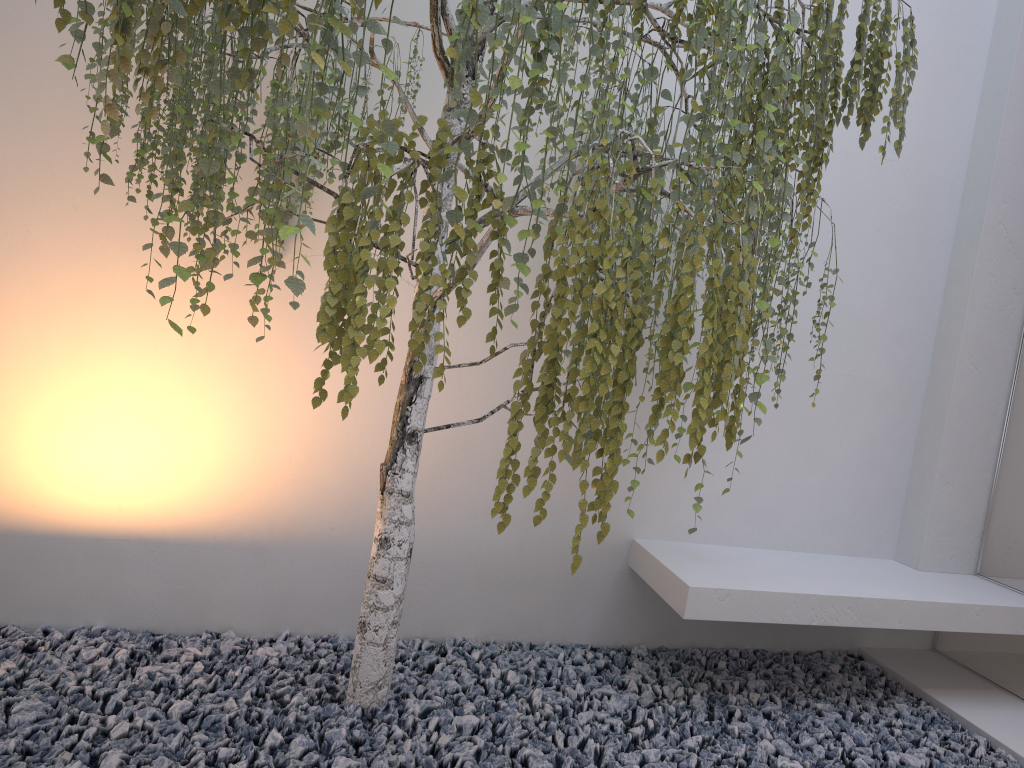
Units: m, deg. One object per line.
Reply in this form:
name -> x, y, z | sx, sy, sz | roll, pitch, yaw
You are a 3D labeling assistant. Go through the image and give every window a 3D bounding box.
window -> 2.310, -0.344, 2.397 | 0.054, 3.259, 2.621 | 8, 2, -8

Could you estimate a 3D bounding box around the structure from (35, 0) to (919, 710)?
structure -> -0.027, -1.049, 2.004 | 2.670, 3.995, 1.594 | 8, 3, -21
